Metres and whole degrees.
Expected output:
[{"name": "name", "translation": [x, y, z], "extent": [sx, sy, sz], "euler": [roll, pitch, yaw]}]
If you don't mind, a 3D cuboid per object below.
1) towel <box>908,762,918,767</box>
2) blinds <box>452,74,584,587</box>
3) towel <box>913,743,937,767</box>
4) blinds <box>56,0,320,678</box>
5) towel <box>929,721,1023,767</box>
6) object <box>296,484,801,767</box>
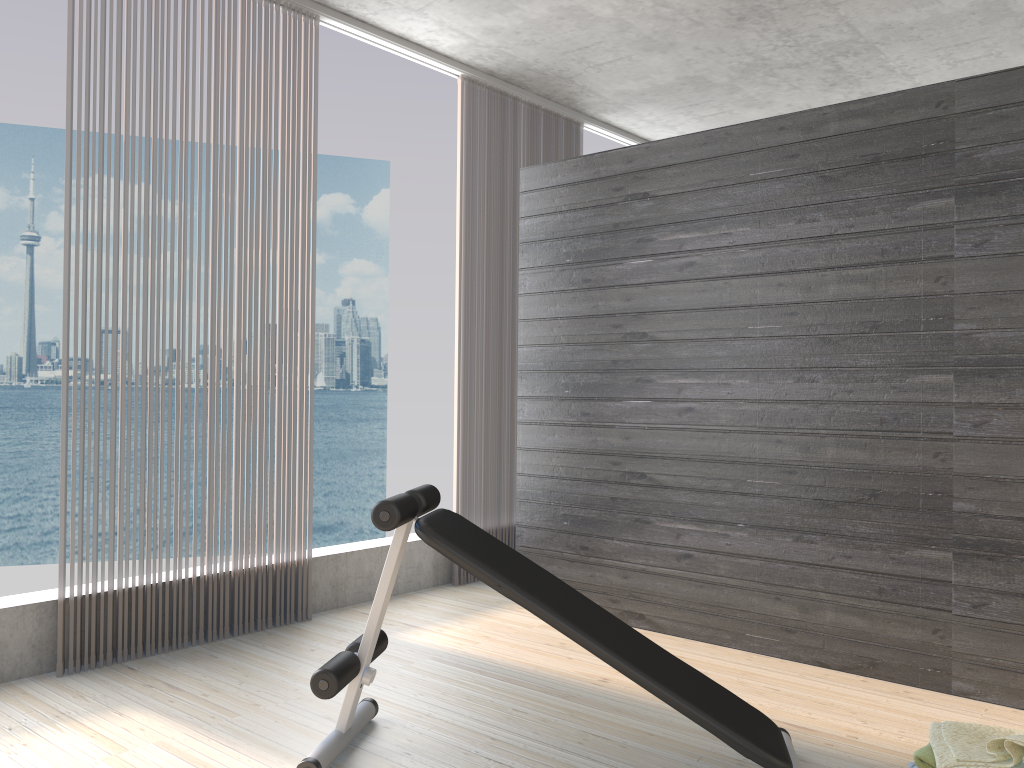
[{"name": "towel", "translation": [1.235, 0.996, 2.209], "extent": [0.383, 0.078, 0.383], "euler": [1, -1, -33]}, {"name": "blinds", "translation": [0.063, -0.288, 5.165], "extent": [0.069, 2.744, 1.133], "euler": [0, -1, 41]}, {"name": "towel", "translation": [1.245, 0.960, 2.234], "extent": [0.376, 0.085, 0.371], "euler": [1, -1, -45]}, {"name": "blinds", "translation": [-1.259, -0.317, 3.619], "extent": [0.069, 2.744, 1.133], "euler": [0, -1, 41]}, {"name": "towel", "translation": [1.245, 0.906, 2.206], "extent": [0.373, 0.123, 0.384], "euler": [0, -1, 24]}, {"name": "object", "translation": [0.126, 0.683, 2.451], "extent": [1.312, 0.746, 0.505], "euler": [1, -1, 10]}]
